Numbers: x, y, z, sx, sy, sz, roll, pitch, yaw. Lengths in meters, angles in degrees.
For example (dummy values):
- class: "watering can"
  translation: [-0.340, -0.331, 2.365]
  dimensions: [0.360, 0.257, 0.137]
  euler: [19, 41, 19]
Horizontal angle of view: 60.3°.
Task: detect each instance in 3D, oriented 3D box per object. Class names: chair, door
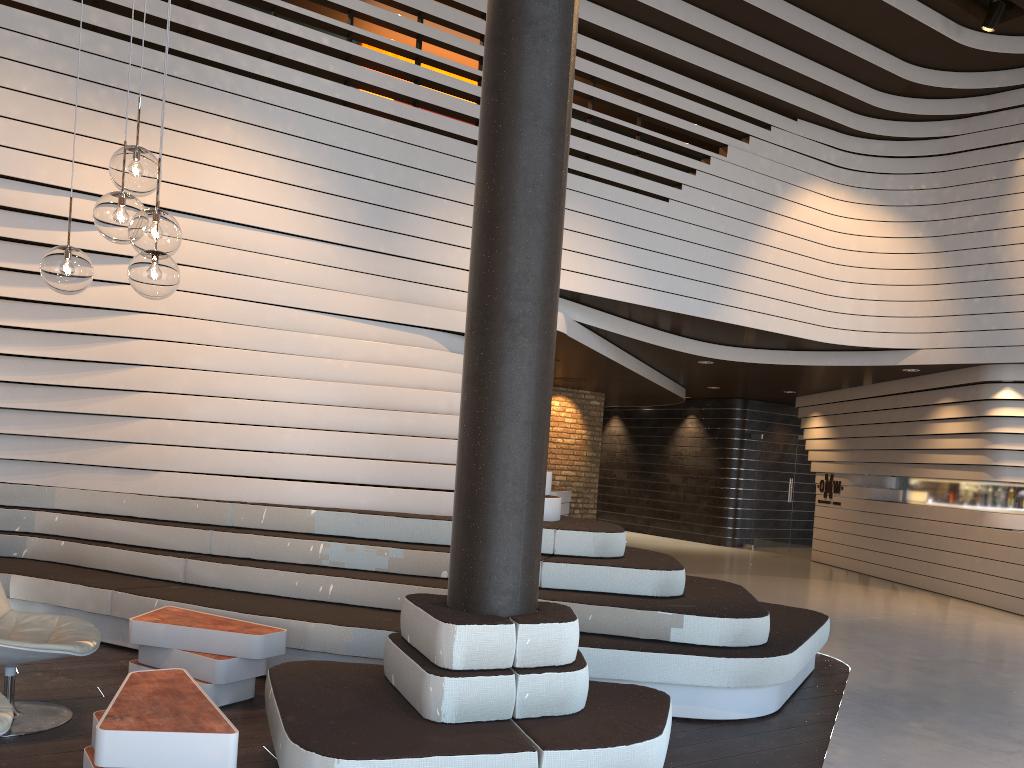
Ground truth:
- class: "chair"
  translation: [-2.251, 1.138, 3.995]
  dimensions: [0.709, 0.767, 0.658]
  euler: [4, -1, -18]
- class: "door"
  translation: [4.767, 1.612, 15.305]
  dimensions: [0.079, 2.704, 1.775]
  euler: [3, 0, -29]
- class: "chair"
  translation: [-2.014, 1.056, 2.843]
  dimensions: [0.709, 0.767, 0.658]
  euler: [5, -2, -33]

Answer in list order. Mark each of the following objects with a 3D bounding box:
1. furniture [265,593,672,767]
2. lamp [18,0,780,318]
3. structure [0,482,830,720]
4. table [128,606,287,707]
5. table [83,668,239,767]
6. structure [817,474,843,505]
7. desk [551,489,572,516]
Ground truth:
- class: "furniture"
  translation: [-0.195, 1.252, 3.409]
  dimensions: [1.771, 0.723, 1.278]
  euler: [4, -3, 2]
- class: "lamp"
  translation: [2.504, -2.006, 7.125]
  dimensions: [41.843, 4.619, 9.067]
  euler: [7, -5, -34]
- class: "structure"
  translation: [-6.146, 0.673, 2.606]
  dimensions: [18.181, 0.927, 5.795]
  euler: [8, -6, -37]
- class: "table"
  translation: [-1.656, 1.428, 4.607]
  dimensions: [0.908, 0.371, 0.413]
  euler: [2, -3, 29]
- class: "table"
  translation: [-1.320, 1.331, 3.190]
  dimensions: [0.413, 0.370, 0.909]
  euler: [5, -4, -31]
- class: "structure"
  translation: [5.010, 1.658, 13.909]
  dimensions: [0.017, 0.469, 0.803]
  euler: [4, -3, -8]
- class: "desk"
  translation: [0.325, 1.993, 12.887]
  dimensions: [0.851, 0.921, 1.458]
  euler: [4, -3, 15]
